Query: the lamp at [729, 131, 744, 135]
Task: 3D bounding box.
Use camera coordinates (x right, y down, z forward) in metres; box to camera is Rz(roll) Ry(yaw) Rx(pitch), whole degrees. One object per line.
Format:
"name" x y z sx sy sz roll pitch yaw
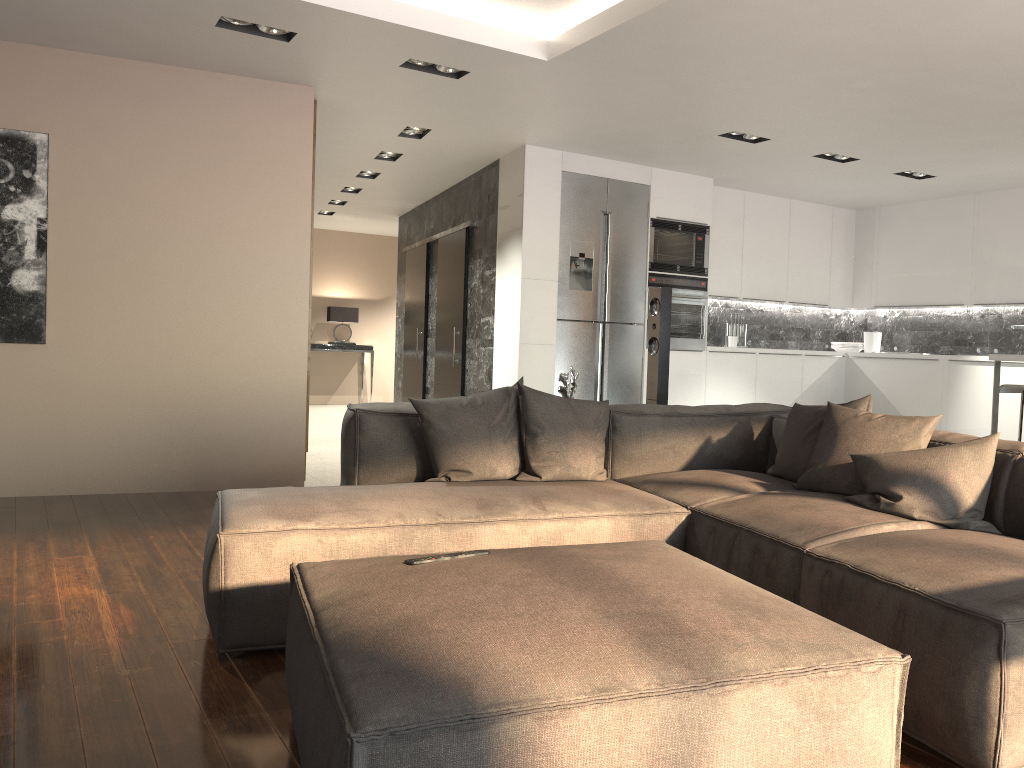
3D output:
"lamp" 1.594 -1.821 6.284 0.186 0.077 0.168 1 3 -31

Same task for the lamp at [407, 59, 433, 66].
"lamp" -0.516 -1.840 4.964 0.185 0.077 0.169 1 3 -25

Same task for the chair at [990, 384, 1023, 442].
"chair" 3.614 0.407 6.135 0.441 0.800 0.409 1 2 -31

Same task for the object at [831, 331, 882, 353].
"object" 3.629 -0.451 9.329 0.369 0.234 0.530 1 3 -21

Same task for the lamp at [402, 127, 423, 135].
"lamp" -0.757 -1.923 6.643 0.172 0.077 0.181 3 2 15

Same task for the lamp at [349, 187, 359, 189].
"lamp" -1.647 -2.064 9.108 0.185 0.077 0.169 1 3 -28

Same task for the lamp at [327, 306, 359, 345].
"lamp" -2.404 -0.825 12.484 0.419 0.528 0.272 1 2 -31

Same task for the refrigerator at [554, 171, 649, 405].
"refrigerator" 0.616 -0.535 7.501 0.917 2.342 0.555 1 2 -31

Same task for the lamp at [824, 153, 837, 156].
"lamp" 2.457 -1.813 6.826 0.186 0.077 0.168 1 3 -31

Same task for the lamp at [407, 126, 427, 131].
"lamp" -0.699 -1.913 6.482 0.173 0.077 0.181 3 2 14

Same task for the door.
"door" -0.857 -0.528 9.300 0.134 2.055 2.739 1 2 -20

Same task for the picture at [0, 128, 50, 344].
"picture" -2.945 -0.811 4.744 0.783 1.165 0.028 1 2 -23

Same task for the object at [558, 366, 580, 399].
"object" 0.299 0.050 4.528 0.272 0.287 0.297 3 2 29

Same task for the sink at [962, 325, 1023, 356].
"sink" 4.529 -0.249 7.645 0.534 0.520 1.097 1 3 -30

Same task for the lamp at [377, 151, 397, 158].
"lamp" -1.074 -1.973 7.518 0.172 0.077 0.181 3 2 15

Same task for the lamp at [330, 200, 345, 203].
"lamp" -2.021 -2.123 10.144 0.184 0.077 0.170 1 3 -21

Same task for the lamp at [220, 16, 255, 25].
"lamp" -1.383 -1.848 4.421 0.185 0.077 0.169 1 3 -25

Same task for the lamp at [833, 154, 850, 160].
"lamp" 2.617 -1.812 6.927 0.167 0.077 0.186 4 3 42

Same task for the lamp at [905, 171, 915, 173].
"lamp" 3.318 -1.805 7.365 0.168 0.077 0.186 4 3 35

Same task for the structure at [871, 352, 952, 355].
"structure" 3.960 -0.297 8.653 0.595 0.011 0.593 1 3 -31

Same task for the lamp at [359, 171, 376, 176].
"lamp" -1.388 -2.023 8.391 0.184 0.077 0.170 1 3 -21

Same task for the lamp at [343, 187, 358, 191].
"lamp" -1.705 -2.073 9.270 0.184 0.077 0.170 1 3 -21

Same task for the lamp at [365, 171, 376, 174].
"lamp" -1.329 -2.013 8.229 0.185 0.077 0.169 1 3 -28

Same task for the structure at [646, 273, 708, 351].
"structure" 1.329 -0.639 7.921 0.698 0.650 0.618 1 2 -31

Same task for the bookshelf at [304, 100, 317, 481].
"bookshelf" -2.507 -0.777 8.674 0.302 2.489 6.301 1 3 -20

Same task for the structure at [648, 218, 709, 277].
"structure" 1.325 -1.206 7.942 0.693 0.450 0.582 1 3 -31

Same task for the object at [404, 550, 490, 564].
"object" -0.155 0.420 2.137 0.218 0.015 0.048 1 3 -32

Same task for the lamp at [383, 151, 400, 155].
"lamp" -1.016 -1.964 7.356 0.173 0.077 0.181 3 2 14

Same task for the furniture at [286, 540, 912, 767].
"furniture" 0.100 0.638 1.946 1.137 0.439 1.056 1 3 -21

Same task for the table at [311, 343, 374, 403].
"table" -2.718 -0.133 12.359 1.502 0.865 0.425 1 2 -32

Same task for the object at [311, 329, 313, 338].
"object" -2.927 -0.841 12.195 0.280 0.546 0.338 3 2 34

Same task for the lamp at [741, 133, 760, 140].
"lamp" 1.755 -1.819 6.385 0.167 0.077 0.186 4 3 42

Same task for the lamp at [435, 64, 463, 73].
"lamp" -0.356 -1.839 5.065 0.170 0.077 0.184 3 3 24

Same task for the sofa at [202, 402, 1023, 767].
"sofa" 0.478 0.480 2.906 2.842 0.703 2.391 1 3 -21

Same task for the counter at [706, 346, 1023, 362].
"counter" 3.470 -0.234 7.410 2.827 0.041 3.833 1 3 -30

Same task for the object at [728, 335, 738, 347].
"object" 2.127 -0.409 8.475 0.089 0.117 0.095 3 2 18

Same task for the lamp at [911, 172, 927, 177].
"lamp" 3.478 -1.804 7.466 0.169 0.077 0.185 3 3 30

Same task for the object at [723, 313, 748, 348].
"object" 2.195 -0.522 8.605 0.305 0.335 0.057 1 2 -28

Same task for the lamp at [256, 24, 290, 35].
"lamp" -1.222 -1.846 4.522 0.186 0.077 0.168 0 3 -36

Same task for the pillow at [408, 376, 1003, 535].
"pillow" 0.776 0.211 3.517 2.031 0.430 1.092 3 3 20

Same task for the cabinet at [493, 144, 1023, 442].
"cabinet" 3.370 -0.434 5.715 4.671 2.499 6.583 1 3 -30

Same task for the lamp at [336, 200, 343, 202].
"lamp" -1.962 -2.114 9.982 0.185 0.077 0.169 1 3 -28

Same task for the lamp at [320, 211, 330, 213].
"lamp" -2.339 -2.173 11.012 0.184 0.077 0.170 1 3 -21
